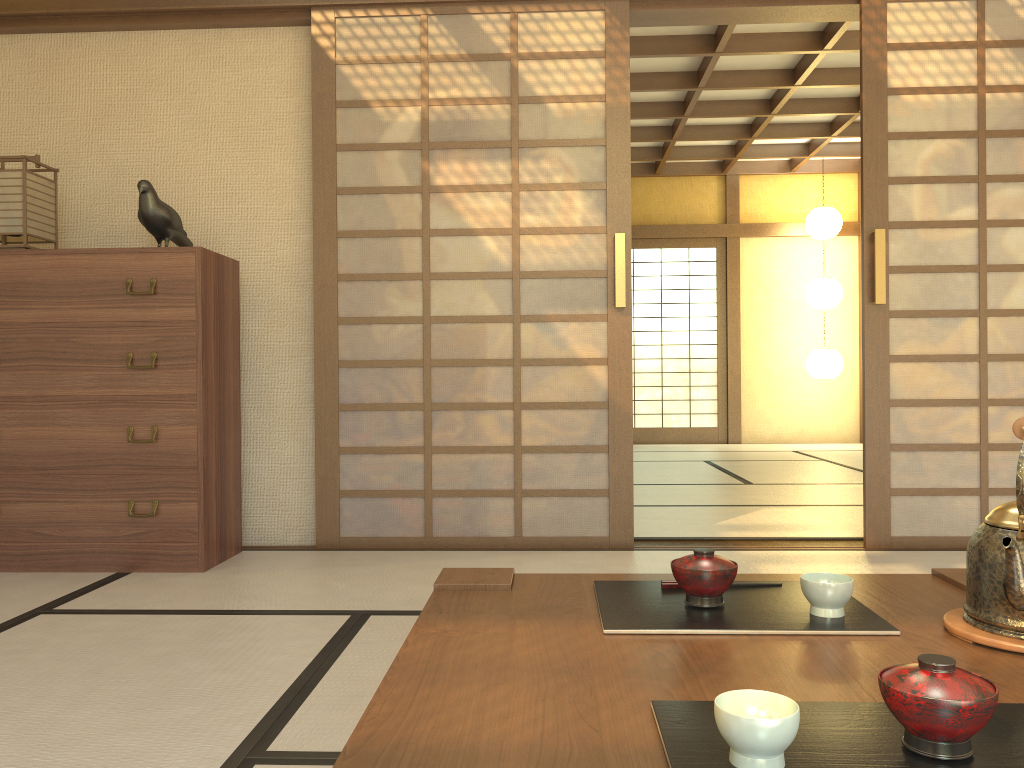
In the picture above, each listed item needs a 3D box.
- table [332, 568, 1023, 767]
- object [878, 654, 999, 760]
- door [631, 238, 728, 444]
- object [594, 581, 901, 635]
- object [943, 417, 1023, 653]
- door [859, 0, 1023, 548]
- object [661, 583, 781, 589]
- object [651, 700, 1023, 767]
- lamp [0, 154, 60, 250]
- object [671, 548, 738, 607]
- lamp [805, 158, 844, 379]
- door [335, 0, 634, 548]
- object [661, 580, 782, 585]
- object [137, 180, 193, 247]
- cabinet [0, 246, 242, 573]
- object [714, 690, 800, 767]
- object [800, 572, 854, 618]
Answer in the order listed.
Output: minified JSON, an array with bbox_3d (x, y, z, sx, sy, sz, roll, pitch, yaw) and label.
[{"bbox_3d":[0.352,0.506,1.091,1.000,0.350,1.000,0,0,3],"label":"table"},{"bbox_3d":[0.389,0.292,0.812,0.100,0.080,0.100,0,0,3],"label":"object"},{"bbox_3d":[0.877,-0.452,9.668,2.890,2.230,0.140,0,0,3],"label":"door"},{"bbox_3d":[0.332,0.337,1.355,0.400,0.007,0.300,0,0,3],"label":"object"},{"bbox_3d":[0.700,0.190,1.189,0.219,0.296,0.226,-1,0,-2],"label":"object"},{"bbox_3d":[2.041,-0.468,3.601,1.230,2.265,0.076,0,0,3],"label":"door"},{"bbox_3d":[0.345,0.330,1.458,0.200,0.008,0.008,-1,0,-4],"label":"object"},{"bbox_3d":[0.340,0.339,0.786,0.400,0.007,0.300,0,0,3],"label":"object"},{"bbox_3d":[-1.948,-0.695,3.473,0.240,0.400,0.240,0,0,3],"label":"lamp"},{"bbox_3d":[0.291,0.291,1.344,0.100,0.080,0.100,0,0,3],"label":"object"},{"bbox_3d":[3.169,-1.199,9.009,0.363,2.297,0.363,0,0,15],"label":"lamp"},{"bbox_3d":[-0.122,-0.449,3.701,1.230,2.265,0.076,0,0,3],"label":"door"},{"bbox_3d":[0.348,0.329,1.471,0.200,0.008,0.008,0,0,1],"label":"object"},{"bbox_3d":[-1.448,-0.641,3.538,0.383,0.282,0.360,-1,0,-7],"label":"object"},{"bbox_3d":[-1.630,0.102,3.447,1.020,1.200,0.421,0,0,3],"label":"cabinet"},{"bbox_3d":[0.218,0.310,0.790,0.073,0.052,0.074,-1,0,-44],"label":"object"},{"bbox_3d":[0.457,0.307,1.287,0.073,0.052,0.074,-1,0,-44],"label":"object"}]
